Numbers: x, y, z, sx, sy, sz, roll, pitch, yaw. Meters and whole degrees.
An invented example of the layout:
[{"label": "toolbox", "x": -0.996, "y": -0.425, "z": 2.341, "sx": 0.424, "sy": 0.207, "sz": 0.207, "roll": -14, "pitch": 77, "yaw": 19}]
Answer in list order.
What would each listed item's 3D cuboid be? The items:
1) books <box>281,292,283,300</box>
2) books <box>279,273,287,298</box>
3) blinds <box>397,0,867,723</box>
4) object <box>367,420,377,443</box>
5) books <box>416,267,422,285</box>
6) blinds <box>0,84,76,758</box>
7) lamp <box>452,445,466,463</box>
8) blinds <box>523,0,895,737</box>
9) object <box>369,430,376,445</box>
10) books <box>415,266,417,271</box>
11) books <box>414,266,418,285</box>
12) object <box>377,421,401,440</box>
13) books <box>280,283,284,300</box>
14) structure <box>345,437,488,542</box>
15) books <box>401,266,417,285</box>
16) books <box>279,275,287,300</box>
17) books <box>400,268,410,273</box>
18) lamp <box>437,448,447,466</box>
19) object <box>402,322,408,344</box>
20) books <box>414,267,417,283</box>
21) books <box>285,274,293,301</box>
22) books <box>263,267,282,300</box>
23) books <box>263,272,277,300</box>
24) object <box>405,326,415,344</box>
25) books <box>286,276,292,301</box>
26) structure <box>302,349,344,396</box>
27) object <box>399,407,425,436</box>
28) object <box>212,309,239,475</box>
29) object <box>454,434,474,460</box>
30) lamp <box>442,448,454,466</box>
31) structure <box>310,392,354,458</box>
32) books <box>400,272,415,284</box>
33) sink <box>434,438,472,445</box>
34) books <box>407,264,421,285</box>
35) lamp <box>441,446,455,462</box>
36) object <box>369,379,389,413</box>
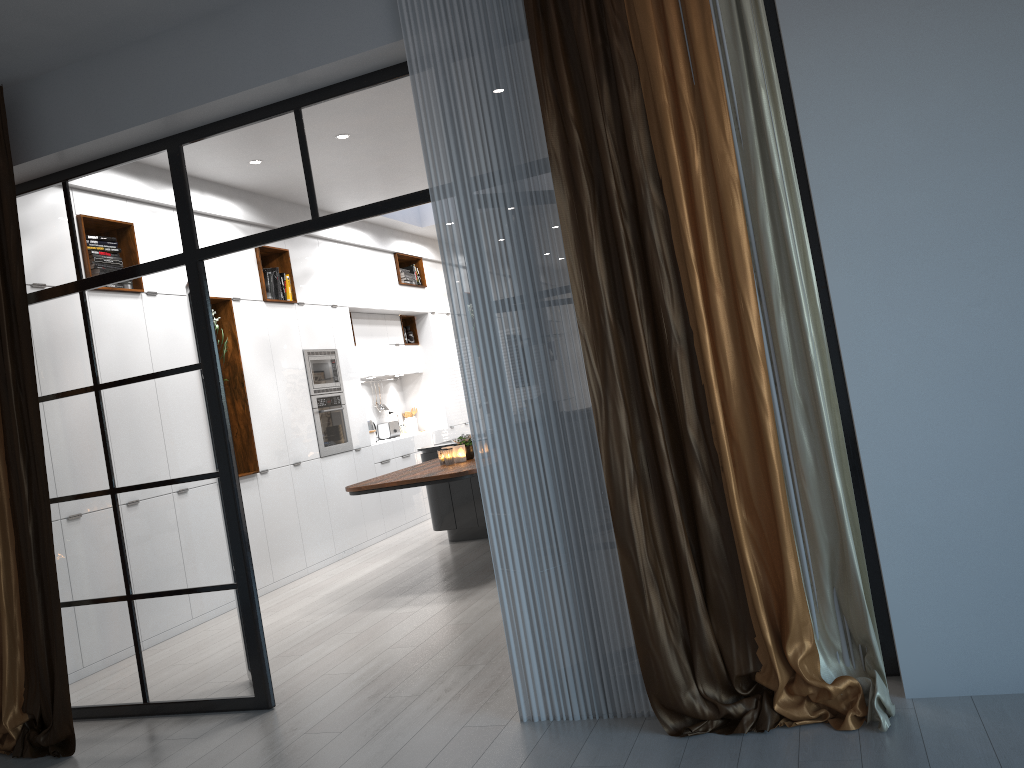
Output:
[{"label": "books", "x": -2.188, "y": -0.863, "z": 8.012, "sx": 0.230, "sy": 0.296, "sz": 0.031, "roll": -10, "pitch": -2, "yaw": 19}, {"label": "books", "x": -2.162, "y": -0.876, "z": 8.114, "sx": 0.238, "sy": 0.288, "sz": 0.030, "roll": -10, "pitch": -2, "yaw": 19}, {"label": "blinds", "x": 0.375, "y": -0.312, "z": 3.234, "sx": 1.299, "sy": 3.071, "sz": 0.052, "roll": -10, "pitch": -2, "yaw": 19}, {"label": "object", "x": -1.580, "y": 0.525, "z": 9.817, "sx": 0.220, "sy": 0.270, "sz": 0.178, "roll": -9, "pitch": -2, "yaw": -29}, {"label": "books", "x": -1.223, "y": -1.305, "z": 10.976, "sx": 0.210, "sy": 0.267, "sz": 0.026, "roll": -10, "pitch": -2, "yaw": 19}, {"label": "blinds", "x": -2.460, "y": 0.180, "z": 4.130, "sx": 0.809, "sy": 3.047, "sz": 0.255, "roll": -10, "pitch": -2, "yaw": 18}, {"label": "lamp", "x": -0.391, "y": 0.525, "z": 6.657, "sx": 0.095, "sy": 0.124, "sz": 0.095, "roll": -10, "pitch": -1, "yaw": 12}, {"label": "blinds", "x": 0.606, "y": -0.361, "z": 3.045, "sx": 0.809, "sy": 3.047, "sz": 0.255, "roll": -11, "pitch": -2, "yaw": 20}, {"label": "object", "x": -1.605, "y": 0.586, "z": 9.260, "sx": 0.379, "sy": 0.148, "sz": 0.263, "roll": -10, "pitch": -1, "yaw": 19}, {"label": "books", "x": -1.248, "y": -1.307, "z": 10.928, "sx": 0.204, "sy": 0.275, "sz": 0.020, "roll": -10, "pitch": -2, "yaw": 19}, {"label": "books", "x": -1.270, "y": -1.300, "z": 10.877, "sx": 0.216, "sy": 0.272, "sz": 0.030, "roll": -10, "pitch": -2, "yaw": 19}, {"label": "object", "x": -1.433, "y": 0.542, "z": 10.371, "sx": 0.176, "sy": 0.195, "sz": 0.260, "roll": -10, "pitch": -1, "yaw": 19}, {"label": "books", "x": -2.193, "y": -0.861, "z": 8.067, "sx": 0.230, "sy": 0.296, "sz": 0.031, "roll": -10, "pitch": -2, "yaw": 19}, {"label": "structure", "x": 0.103, "y": 0.877, "z": 8.580, "sx": 1.375, "sy": 0.888, "sz": 5.645, "roll": -10, "pitch": -1, "yaw": 19}, {"label": "books", "x": -1.267, "y": -1.295, "z": 10.820, "sx": 0.197, "sy": 0.269, "sz": 0.026, "roll": -10, "pitch": -2, "yaw": 19}, {"label": "books", "x": -2.156, "y": -0.850, "z": 8.084, "sx": 0.190, "sy": 0.254, "sz": 0.026, "roll": -10, "pitch": -2, "yaw": 19}, {"label": "books", "x": -1.386, "y": -1.324, "z": 10.613, "sx": 0.250, "sy": 0.047, "sz": 0.307, "roll": -10, "pitch": -1, "yaw": 15}, {"label": "lamp", "x": -0.515, "y": 0.550, "z": 6.663, "sx": 0.078, "sy": 0.120, "sz": 0.078, "roll": -10, "pitch": -2, "yaw": 2}, {"label": "object", "x": -1.349, "y": -0.612, "z": 10.778, "sx": 0.124, "sy": 0.275, "sz": 0.124, "roll": -10, "pitch": -2, "yaw": 7}, {"label": "books", "x": -1.260, "y": -1.295, "z": 10.845, "sx": 0.194, "sy": 0.273, "sz": 0.025, "roll": -10, "pitch": -2, "yaw": 19}, {"label": "books", "x": -2.121, "y": -0.866, "z": 8.164, "sx": 0.211, "sy": 0.264, "sz": 0.024, "roll": -10, "pitch": -2, "yaw": 19}, {"label": "books", "x": -2.198, "y": -0.885, "z": 7.974, "sx": 0.268, "sy": 0.321, "sz": 0.047, "roll": -10, "pitch": -2, "yaw": 19}, {"label": "books", "x": -2.226, "y": -0.858, "z": 7.903, "sx": 0.236, "sy": 0.278, "sz": 0.106, "roll": -10, "pitch": -2, "yaw": 19}, {"label": "object", "x": -1.282, "y": -0.600, "z": 10.962, "sx": 0.123, "sy": 0.231, "sz": 0.124, "roll": -10, "pitch": -2, "yaw": 20}, {"label": "books", "x": -2.115, "y": -0.857, "z": 8.132, "sx": 0.184, "sy": 0.245, "sz": 0.033, "roll": -10, "pitch": -2, "yaw": 19}, {"label": "structure", "x": -1.989, "y": -0.078, "z": 8.487, "sx": 0.458, "sy": 0.431, "sz": 0.595, "roll": -10, "pitch": -1, "yaw": 19}, {"label": "object", "x": -1.255, "y": 0.456, "z": 10.889, "sx": 0.220, "sy": 0.316, "sz": 0.330, "roll": -10, "pitch": -1, "yaw": 19}, {"label": "object", "x": -2.317, "y": 0.066, "z": 7.000, "sx": 0.269, "sy": 1.343, "sz": 0.267, "roll": -8, "pitch": -3, "yaw": -45}, {"label": "object", "x": -0.346, "y": 0.477, "z": 6.786, "sx": 0.151, "sy": 0.206, "sz": 0.157, "roll": -11, "pitch": -2, "yaw": 36}, {"label": "lamp", "x": -0.469, "y": 0.541, "z": 6.578, "sx": 0.078, "sy": 0.120, "sz": 0.078, "roll": -10, "pitch": -2, "yaw": 2}, {"label": "structure", "x": -1.887, "y": 0.412, "z": 8.463, "sx": 0.494, "sy": 0.571, "sz": 0.595, "roll": -10, "pitch": -1, "yaw": 19}, {"label": "books", "x": -1.343, "y": -1.237, "z": 10.623, "sx": 0.278, "sy": 0.137, "sz": 0.345, "roll": -10, "pitch": -1, "yaw": 14}, {"label": "sink", "x": -0.368, "y": 0.580, "z": 8.505, "sx": 0.484, "sy": 0.153, "sz": 0.739, "roll": -10, "pitch": -1, "yaw": 19}, {"label": "books", "x": -1.253, "y": -1.306, "z": 10.903, "sx": 0.253, "sy": 0.312, "sz": 0.031, "roll": -10, "pitch": -2, "yaw": 19}, {"label": "lamp", "x": -0.482, "y": 0.542, "z": 6.764, "sx": 0.095, "sy": 0.124, "sz": 0.096, "roll": -11, "pitch": -2, "yaw": 36}, {"label": "object", "x": -1.565, "y": 0.143, "z": 10.381, "sx": 0.069, "sy": 0.389, "sz": 0.320, "roll": -11, "pitch": -2, "yaw": 20}]
